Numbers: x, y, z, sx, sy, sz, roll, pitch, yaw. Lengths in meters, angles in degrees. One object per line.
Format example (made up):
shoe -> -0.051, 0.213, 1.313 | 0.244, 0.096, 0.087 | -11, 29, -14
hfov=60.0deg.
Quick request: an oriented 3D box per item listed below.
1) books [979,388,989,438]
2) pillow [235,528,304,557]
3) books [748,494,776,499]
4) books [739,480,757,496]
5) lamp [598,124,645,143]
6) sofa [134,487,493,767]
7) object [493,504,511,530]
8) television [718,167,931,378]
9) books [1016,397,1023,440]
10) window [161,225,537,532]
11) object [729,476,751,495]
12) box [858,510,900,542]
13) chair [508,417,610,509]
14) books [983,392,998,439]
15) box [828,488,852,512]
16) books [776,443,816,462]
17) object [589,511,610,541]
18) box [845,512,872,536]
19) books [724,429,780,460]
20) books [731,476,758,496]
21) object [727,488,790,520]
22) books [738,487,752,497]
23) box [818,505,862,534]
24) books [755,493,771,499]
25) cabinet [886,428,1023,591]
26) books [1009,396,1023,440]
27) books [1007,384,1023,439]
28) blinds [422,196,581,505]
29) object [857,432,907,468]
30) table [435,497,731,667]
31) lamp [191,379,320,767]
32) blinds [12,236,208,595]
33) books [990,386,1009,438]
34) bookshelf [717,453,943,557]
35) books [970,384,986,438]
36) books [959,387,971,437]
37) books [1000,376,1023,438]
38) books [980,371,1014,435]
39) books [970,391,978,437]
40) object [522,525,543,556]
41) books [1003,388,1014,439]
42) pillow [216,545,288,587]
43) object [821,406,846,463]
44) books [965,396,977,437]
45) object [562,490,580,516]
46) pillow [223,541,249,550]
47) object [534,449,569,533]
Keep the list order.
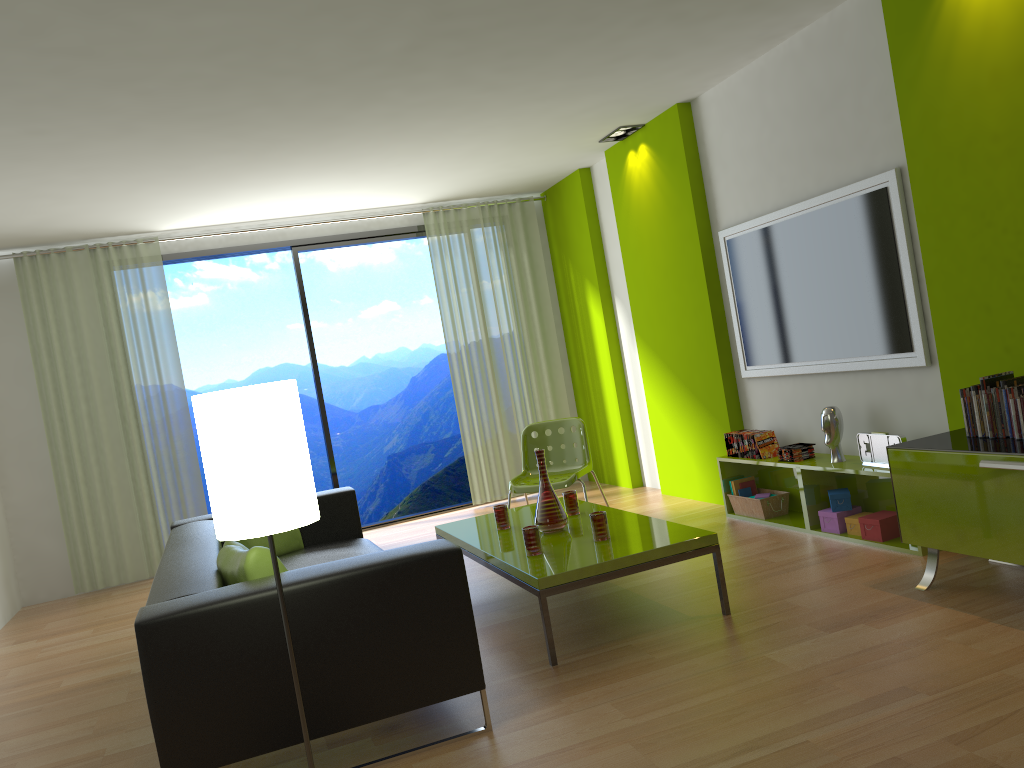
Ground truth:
books -> 1.925, 0.105, 3.509 | 0.161, 0.201, 0.013 | -10, 2, -19
pillow -> -1.363, 0.786, 4.753 | 0.269, 0.362, 0.399 | -9, 2, 30
books -> 1.523, 0.690, 5.333 | 0.143, 0.025, 0.182 | -10, 2, -19
books -> 1.477, 0.695, 5.503 | 0.105, 0.182, 0.031 | -10, 2, -19
lamp -> 0.754, -1.810, 6.202 | 0.192, 0.131, 0.352 | -10, 2, -19
sofa -> -0.963, 0.952, 3.963 | 1.061, 0.639, 2.583 | -10, 2, -19
object -> -0.051, 0.689, 4.585 | 0.076, 0.122, 0.075 | -9, 1, 16
television -> 1.632, -0.523, 4.875 | 0.028, 0.941, 1.537 | -10, 2, -19
books -> 1.979, 0.120, 3.328 | 0.185, 0.164, 0.025 | -10, 2, -19
window -> -1.418, 0.010, 7.499 | 3.336, 2.498, 0.219 | -10, 2, -19
object -> 1.450, 0.690, 5.543 | 0.158, 0.200, 0.040 | -10, 2, -19
box -> 1.840, 0.707, 4.398 | 0.202, 0.116, 0.135 | -10, 2, -24
chair -> 0.262, 0.634, 5.722 | 0.640, 0.759, 0.546 | -9, 2, 20
books -> 1.929, 0.115, 3.472 | 0.180, 0.183, 0.025 | -10, 2, -19
box -> 1.732, 0.612, 4.684 | 0.102, 0.093, 0.138 | -9, 2, 16
books -> 1.594, 0.385, 4.982 | 0.164, 0.078, 0.172 | -10, 2, -20
object -> 0.389, 0.631, 3.927 | 0.075, 0.122, 0.076 | -9, 2, 37
box -> 1.804, 0.721, 4.552 | 0.169, 0.093, 0.102 | -10, 2, -24
books -> 1.458, 0.365, 5.368 | 0.147, 0.150, 0.370 | -10, 2, -19
books -> 1.458, 0.688, 5.520 | 0.158, 0.202, 0.051 | -10, 2, -19
object -> 1.505, 0.728, 5.395 | 0.213, 0.129, 0.367 | -10, 2, -19
books -> 1.451, 0.718, 5.479 | 0.086, 0.148, 0.025 | -10, 2, -19
box -> 1.741, 0.717, 4.692 | 0.202, 0.116, 0.135 | -10, 2, -24
books -> 1.513, 0.674, 5.349 | 0.087, 0.008, 0.110 | -9, 2, 21
cabinet -> 2.353, 0.463, 2.161 | 0.547, 0.593, 3.384 | -10, 2, -19
books -> 1.968, 0.121, 3.354 | 0.185, 0.162, 0.025 | -10, 2, -19
books -> 1.967, 0.101, 3.381 | 0.163, 0.201, 0.025 | -10, 2, -19
blinds -> -0.081, -0.308, 7.723 | 1.012, 2.568, 0.067 | -10, 2, -19
object -> 1.807, 0.323, 4.323 | 0.047, 0.176, 0.340 | -10, 1, -14
table -> 0.236, 0.881, 4.351 | 0.810, 0.349, 1.682 | -10, 2, -19
lamp -> -0.635, 0.623, 2.468 | 0.302, 1.244, 0.295 | -10, 2, -19
blinds -> -2.992, 0.215, 6.727 | 1.012, 2.568, 0.067 | -10, 2, -19
books -> 1.944, 0.103, 3.448 | 0.163, 0.201, 0.032 | -10, 2, -19
bookshelf -> 1.719, 0.598, 4.852 | 0.306, 0.378, 1.630 | -10, 2, -19
books -> 1.912, 0.100, 3.528 | 0.172, 0.215, 0.030 | -10, 2, -19
books -> 1.895, 0.108, 3.594 | 0.163, 0.201, 0.025 | -10, 2, -19
books -> 1.960, 0.088, 3.424 | 0.144, 0.227, 0.025 | -10, 2, -19
books -> 1.925, 0.083, 3.494 | 0.163, 0.246, 0.017 | -10, 2, -19
books -> 1.915, 0.111, 3.557 | 0.151, 0.191, 0.025 | -10, 2, -19
object -> 0.090, 0.684, 3.864 | 0.076, 0.122, 0.075 | -9, 1, 16
books -> 1.961, 0.104, 3.401 | 0.163, 0.196, 0.018 | -10, 2, -19
pillow -> -0.886, 0.749, 3.161 | 0.210, 0.403, 0.457 | -11, 2, -33
object -> 1.704, 0.268, 4.685 | 0.107, 0.305, 0.107 | -9, 2, 38
books -> 1.904, 0.122, 3.575 | 0.163, 0.171, 0.017 | -10, 2, -19
object -> 0.311, 0.626, 4.650 | 0.076, 0.122, 0.075 | -9, 1, 16
pillow -> -1.021, 0.778, 3.530 | 0.164, 0.317, 0.380 | -11, 2, -35
object -> 0.166, 0.517, 4.293 | 0.168, 0.400, 0.168 | -11, 2, -33
